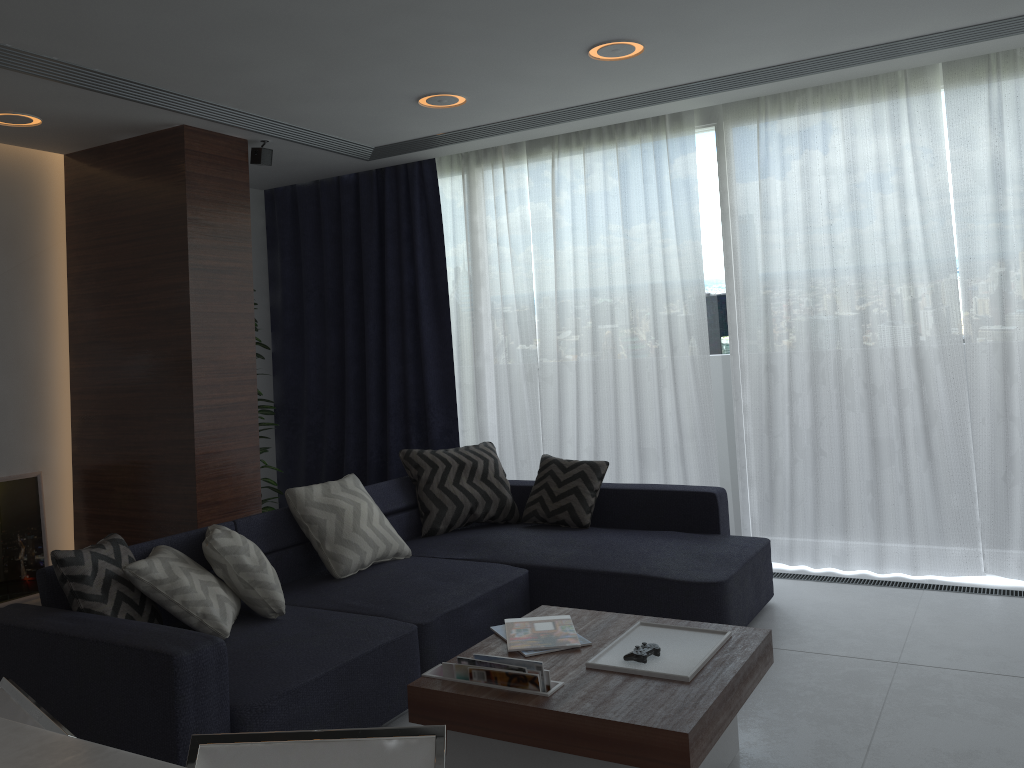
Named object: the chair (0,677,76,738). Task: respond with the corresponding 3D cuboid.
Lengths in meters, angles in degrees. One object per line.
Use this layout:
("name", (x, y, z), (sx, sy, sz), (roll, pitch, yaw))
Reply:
("chair", (-0.913, 0.888, 1.258), (0.464, 0.711, 0.394), (-2, -2, -43))

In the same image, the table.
("table", (0.263, 0.956, 2.568), (0.803, 0.353, 0.801), (-2, 1, 30))

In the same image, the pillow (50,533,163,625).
("pillow", (-1.335, 0.704, 2.956), (0.221, 0.387, 0.414), (-3, 0, 0))

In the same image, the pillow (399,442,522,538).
("pillow", (-0.277, 0.598, 4.792), (0.599, 0.520, 0.354), (-3, -1, -30))

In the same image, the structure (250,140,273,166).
("structure", (-1.474, -1.353, 5.199), (0.114, 0.143, 0.084), (-4, -2, 35))

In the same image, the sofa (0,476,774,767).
("sofa", (-0.205, 0.818, 3.563), (1.894, 0.610, 2.876), (-2, 2, 30))

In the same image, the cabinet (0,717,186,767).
("cabinet", (-0.231, -0.045, 0.531), (3.326, 2.561, 0.785), (-3, -2, 30))

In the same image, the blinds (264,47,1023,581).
("blinds", (-0.160, -0.236, 2.668), (7.116, 2.781, 5.806), (-2, 1, 33))

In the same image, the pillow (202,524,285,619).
("pillow", (-1.020, 0.701, 3.360), (0.280, 0.352, 0.417), (-3, 0, -17))

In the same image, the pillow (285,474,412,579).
("pillow", (-0.738, 0.633, 3.985), (0.342, 0.389, 0.495), (-4, 0, 30))

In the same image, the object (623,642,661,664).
("object", (0.375, 0.765, 2.529), (0.070, 0.036, 0.112), (-2, 2, 43))

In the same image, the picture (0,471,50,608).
("picture", (-2.799, 0.867, 4.856), (0.083, 0.701, 0.500), (-5, -2, 30))

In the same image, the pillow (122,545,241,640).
("pillow", (-1.136, 0.724, 3.100), (0.330, 0.295, 0.415), (-3, 0, -8))

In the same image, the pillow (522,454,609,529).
("pillow", (0.276, 0.563, 4.658), (0.414, 0.346, 0.286), (-3, -1, 35))

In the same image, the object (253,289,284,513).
("object", (-1.720, 0.205, 5.673), (0.503, 1.852, 0.481), (-3, -3, -2))

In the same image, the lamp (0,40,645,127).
("lamp", (-1.572, -1.199, 0.046), (5.337, 0.084, 9.588), (-2, 2, 16))

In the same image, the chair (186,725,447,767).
("chair", (-0.256, 0.860, 1.033), (0.396, 0.711, 0.462), (-3, -2, 2))
